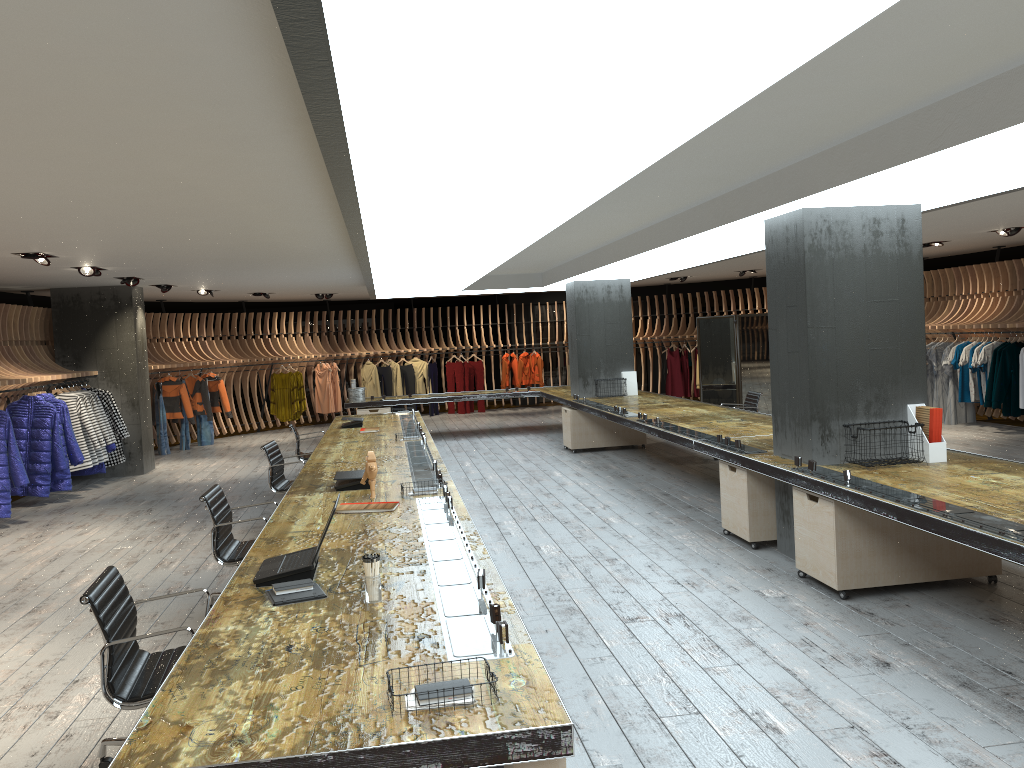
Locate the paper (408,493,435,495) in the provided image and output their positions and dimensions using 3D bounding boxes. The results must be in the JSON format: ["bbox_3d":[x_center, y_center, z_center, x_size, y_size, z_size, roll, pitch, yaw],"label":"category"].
[{"bbox_3d":[-0.594,0.720,5.856,0.176,0.003,0.130,-4,3,-10],"label":"paper"}]

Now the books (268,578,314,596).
[{"bbox_3d":[-0.914,0.834,3.643,0.186,0.027,0.112,-4,3,-23],"label":"books"}]

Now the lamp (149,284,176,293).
[{"bbox_3d":[-5.249,-1.519,13.350,0.269,0.292,0.493,-3,3,-2],"label":"lamp"}]

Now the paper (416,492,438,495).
[{"bbox_3d":[-0.581,0.717,5.862,0.176,0.004,0.130,-3,3,-6],"label":"paper"}]

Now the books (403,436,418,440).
[{"bbox_3d":[-1.031,0.550,9.044,0.155,0.025,0.110,-4,3,-13],"label":"books"}]

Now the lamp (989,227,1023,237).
[{"bbox_3d":[6.321,-2.009,11.275,0.269,0.286,0.493,-3,3,-8],"label":"lamp"}]

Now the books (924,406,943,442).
[{"bbox_3d":[2.924,0.343,6.188,0.048,0.367,0.215,-3,2,-8],"label":"books"}]

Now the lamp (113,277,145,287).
[{"bbox_3d":[-5.082,-1.440,11.767,0.269,0.292,0.493,-3,3,-8],"label":"lamp"}]

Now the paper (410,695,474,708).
[{"bbox_3d":[-0.199,0.883,2.510,0.176,0.004,0.130,-3,3,-6],"label":"paper"}]

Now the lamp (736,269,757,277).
[{"bbox_3d":[4.612,-2.252,17.322,0.269,0.292,0.492,-5,4,-40],"label":"lamp"}]

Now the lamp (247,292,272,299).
[{"bbox_3d":[-4.644,-1.720,16.430,0.269,0.293,0.493,-2,3,24],"label":"lamp"}]

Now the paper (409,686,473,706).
[{"bbox_3d":[-0.199,0.880,2.510,0.176,0.004,0.130,-3,3,-2],"label":"paper"}]

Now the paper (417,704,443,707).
[{"bbox_3d":[-0.199,0.882,2.510,0.176,0.004,0.130,-3,3,-4],"label":"paper"}]

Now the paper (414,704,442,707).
[{"bbox_3d":[-0.199,0.882,2.510,0.176,0.004,0.130,-3,3,-3],"label":"paper"}]

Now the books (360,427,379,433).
[{"bbox_3d":[-1.626,0.526,10.149,0.213,0.026,0.366,-3,3,-8],"label":"books"}]

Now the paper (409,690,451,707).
[{"bbox_3d":[-0.199,0.881,2.510,0.176,0.004,0.130,-3,3,-3],"label":"paper"}]

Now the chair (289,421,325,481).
[{"bbox_3d":[-2.348,0.869,10.641,0.668,0.859,0.693,-4,3,-22],"label":"chair"}]

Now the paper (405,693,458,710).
[{"bbox_3d":[-0.212,0.886,2.504,0.176,0.003,0.130,-4,3,-10],"label":"paper"}]

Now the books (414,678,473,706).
[{"bbox_3d":[-0.194,0.868,2.507,0.155,0.025,0.110,-4,3,-13],"label":"books"}]

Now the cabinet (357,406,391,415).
[{"bbox_3d":[-2.433,0.708,15.708,0.593,0.630,1.132,-3,3,-8],"label":"cabinet"}]

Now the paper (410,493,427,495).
[{"bbox_3d":[-0.581,0.715,5.862,0.176,0.004,0.130,-3,3,-3],"label":"paper"}]

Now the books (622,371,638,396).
[{"bbox_3d":[1.813,-0.005,13.600,0.215,0.368,0.073,-3,2,-8],"label":"books"}]

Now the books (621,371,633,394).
[{"bbox_3d":[1.803,-0.009,13.669,0.215,0.368,0.047,-3,2,-8],"label":"books"}]

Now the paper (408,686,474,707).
[{"bbox_3d":[-0.199,0.883,2.510,0.176,0.004,0.130,-3,3,1],"label":"paper"}]

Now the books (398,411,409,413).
[{"bbox_3d":[-1.519,0.390,12.386,0.155,0.025,0.110,-4,3,-13],"label":"books"}]

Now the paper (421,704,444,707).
[{"bbox_3d":[-0.199,0.882,2.510,0.176,0.004,0.130,-3,3,-4],"label":"paper"}]

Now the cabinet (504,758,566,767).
[{"bbox_3d":[-0.439,1.329,2.618,1.132,0.630,0.594,-3,3,-8],"label":"cabinet"}]

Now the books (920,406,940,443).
[{"bbox_3d":[2.902,0.345,6.185,0.048,0.367,0.215,-3,2,-8],"label":"books"}]

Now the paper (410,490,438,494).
[{"bbox_3d":[-0.581,0.714,5.862,0.176,0.004,0.130,-3,3,-2],"label":"paper"}]

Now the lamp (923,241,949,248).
[{"bbox_3d":[6.095,-2.081,12.853,0.269,0.294,0.493,-3,3,-8],"label":"lamp"}]

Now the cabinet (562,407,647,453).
[{"bbox_3d":[1.367,0.649,13.202,1.132,0.630,0.594,-3,3,-8],"label":"cabinet"}]

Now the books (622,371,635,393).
[{"bbox_3d":[1.809,-0.007,13.628,0.215,0.367,0.075,-3,2,-8],"label":"books"}]

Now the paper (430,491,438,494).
[{"bbox_3d":[-0.581,0.717,5.862,0.176,0.004,0.130,-3,3,1],"label":"paper"}]

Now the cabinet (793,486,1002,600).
[{"bbox_3d":[2.542,0.993,5.889,1.132,0.630,0.594,-3,3,-8],"label":"cabinet"}]

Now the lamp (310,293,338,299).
[{"bbox_3d":[-3.757,-1.837,17.745,0.269,0.297,0.493,-1,4,42],"label":"lamp"}]

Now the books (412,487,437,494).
[{"bbox_3d":[-0.576,0.703,5.859,0.155,0.025,0.110,-4,3,-13],"label":"books"}]

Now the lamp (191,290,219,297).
[{"bbox_3d":[-5.155,-1.609,14.931,0.269,0.296,0.493,-2,3,12],"label":"lamp"}]

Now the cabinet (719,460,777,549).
[{"bbox_3d":[2.350,0.929,7.228,1.132,0.630,0.594,-3,3,-8],"label":"cabinet"}]

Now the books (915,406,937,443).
[{"bbox_3d":[2.881,0.346,6.182,0.048,0.367,0.215,-3,2,-8],"label":"books"}]

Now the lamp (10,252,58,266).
[{"bbox_3d":[-4.628,-1.288,8.611,0.269,0.294,0.493,-3,3,-8],"label":"lamp"}]

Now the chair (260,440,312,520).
[{"bbox_3d":[-2.023,0.974,8.456,0.668,0.859,0.694,-4,3,-12],"label":"chair"}]

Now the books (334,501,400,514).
[{"bbox_3d":[-0.883,0.750,5.392,0.366,0.026,0.213,-3,3,2],"label":"books"}]

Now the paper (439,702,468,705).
[{"bbox_3d":[-0.199,0.881,2.510,0.176,0.004,0.130,-3,3,-1],"label":"paper"}]

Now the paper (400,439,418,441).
[{"bbox_3d":[-1.050,0.567,9.041,0.176,0.003,0.130,-4,3,-10],"label":"paper"}]

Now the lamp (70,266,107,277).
[{"bbox_3d":[-4.855,-1.367,10.188,0.269,0.285,0.493,-3,3,-8],"label":"lamp"}]

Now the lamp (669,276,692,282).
[{"bbox_3d":[3.464,-2.252,18.416,0.492,0.294,0.269,-1,3,37],"label":"lamp"}]
